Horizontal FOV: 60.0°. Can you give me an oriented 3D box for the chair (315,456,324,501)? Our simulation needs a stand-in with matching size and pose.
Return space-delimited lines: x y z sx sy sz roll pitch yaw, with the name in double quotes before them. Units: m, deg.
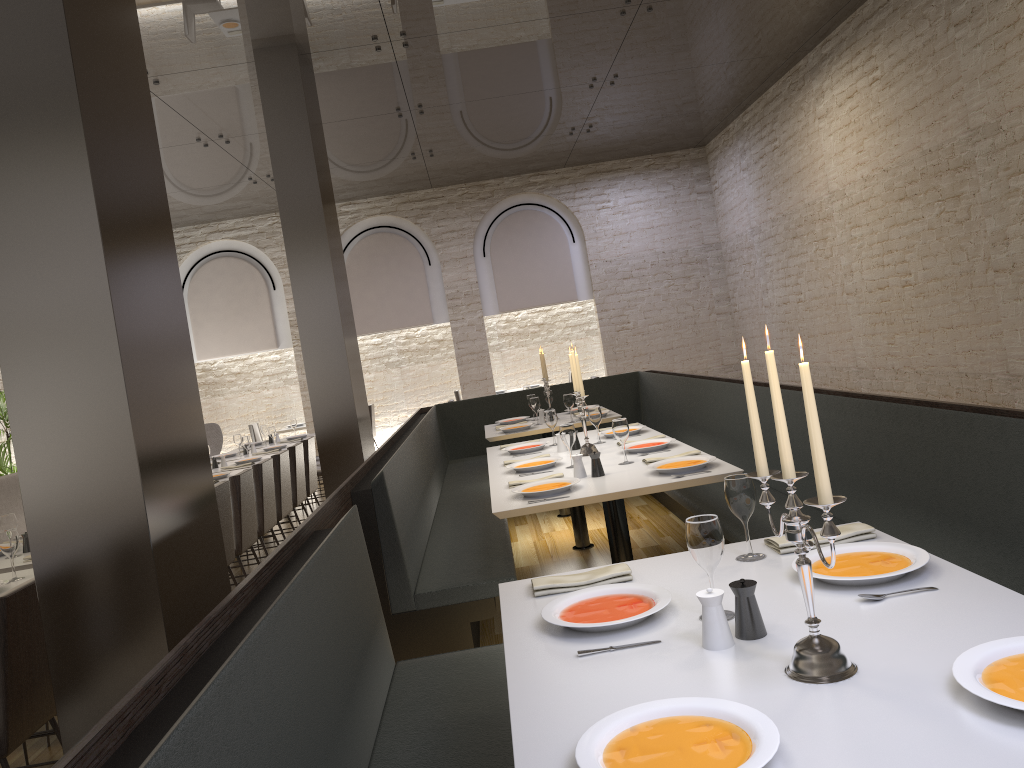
"chair" -2.162 0.893 10.763 0.566 0.906 0.412 -9 0 -2

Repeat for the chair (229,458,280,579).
"chair" -1.998 1.052 6.503 0.566 0.906 0.412 -9 0 -2

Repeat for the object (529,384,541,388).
"object" 0.304 0.042 13.603 0.321 0.036 0.322 -8 3 33

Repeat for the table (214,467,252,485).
"table" -2.648 1.199 7.250 0.936 0.760 1.011 -9 2 -2

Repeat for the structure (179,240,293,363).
"structure" -4.067 -1.227 12.735 1.634 1.675 0.098 -9 0 -2

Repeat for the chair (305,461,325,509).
"chair" -2.140 0.915 10.186 0.566 0.906 0.412 -9 0 -2

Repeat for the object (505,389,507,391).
"object" -0.221 0.120 13.926 0.273 0.033 0.143 -9 2 -2

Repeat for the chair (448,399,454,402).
"chair" -0.438 0.609 10.876 0.566 0.906 0.412 -9 0 -2

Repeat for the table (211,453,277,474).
"table" -2.691 1.157 8.367 0.936 0.760 1.011 -9 2 -2

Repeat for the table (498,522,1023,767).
"table" 0.612 0.925 1.379 1.101 0.759 2.540 -9 2 -2

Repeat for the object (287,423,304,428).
"object" -3.285 0.631 13.464 0.321 0.036 0.322 -8 3 33

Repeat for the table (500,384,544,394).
"table" 0.105 0.475 13.596 0.936 0.760 1.011 -9 2 -2

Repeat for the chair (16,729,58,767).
"chair" -1.888 1.160 3.629 0.566 0.906 0.412 -9 0 -2

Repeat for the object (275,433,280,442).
"object" -2.804 0.638 10.587 0.059 0.109 0.059 -9 1 34

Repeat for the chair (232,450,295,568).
"chair" -2.020 1.031 7.071 0.566 0.906 0.412 -9 0 -2

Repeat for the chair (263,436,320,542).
"chair" -2.064 0.988 8.217 0.566 0.906 0.412 -9 0 -2

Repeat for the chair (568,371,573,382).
"chair" 0.752 0.296 13.616 0.566 0.906 0.412 -9 0 -2

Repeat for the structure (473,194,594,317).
"structure" 0.254 -1.936 12.905 1.634 1.675 0.098 -9 0 -2

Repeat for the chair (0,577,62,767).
"chair" -1.866 1.181 3.062 0.566 0.906 0.412 -9 0 -2

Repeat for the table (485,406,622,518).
"table" 0.372 0.692 7.616 1.101 0.760 1.189 -9 2 -2

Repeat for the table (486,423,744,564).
"table" 0.470 0.788 5.062 1.101 0.759 2.540 -9 2 -2

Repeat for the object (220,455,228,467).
"object" -2.717 0.722 8.345 0.059 0.109 0.059 -9 1 34

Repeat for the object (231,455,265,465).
"object" -2.492 0.724 8.375 0.320 0.036 0.323 -8 3 35

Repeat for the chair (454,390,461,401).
"chair" -0.542 0.508 13.565 0.566 0.906 0.412 -9 0 -2

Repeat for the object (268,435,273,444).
"object" -2.871 0.651 10.539 0.059 0.109 0.059 -9 1 34

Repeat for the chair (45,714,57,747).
"chair" -1.910 1.139 4.194 0.566 0.906 0.412 -9 0 -2

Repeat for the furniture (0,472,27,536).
"furniture" -3.390 1.183 6.469 0.709 1.097 4.477 -9 2 -2

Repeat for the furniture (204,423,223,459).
"furniture" -3.531 1.046 10.143 0.707 1.097 2.585 -9 2 -2

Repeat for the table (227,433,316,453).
"table" -2.777 1.073 10.609 0.936 0.760 1.011 -9 2 -2

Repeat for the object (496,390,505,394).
"object" -0.226 0.129 13.584 0.321 0.036 0.322 -8 3 33

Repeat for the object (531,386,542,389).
"object" 0.317 0.063 13.243 0.273 0.033 0.143 -9 2 -2

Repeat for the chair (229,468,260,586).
"chair" -1.976 1.074 5.911 0.566 0.906 0.412 -9 0 -2

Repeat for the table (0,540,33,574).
"table" -2.558 1.286 4.919 0.936 0.760 1.011 -9 2 -2

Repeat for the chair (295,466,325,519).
"chair" -2.119 0.936 9.626 0.566 0.906 0.412 -9 0 -2

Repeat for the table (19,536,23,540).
"table" -2.603 1.242 6.080 0.936 0.760 1.011 -9 2 -2

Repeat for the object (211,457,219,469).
"object" -2.785 0.735 8.297 0.059 0.109 0.059 -9 1 34

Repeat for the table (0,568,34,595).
"table" -2.513 1.329 3.756 0.936 0.760 1.011 -9 2 -2

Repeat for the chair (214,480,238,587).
"chair" -1.954 1.095 5.348 0.566 0.906 0.412 -9 0 -2

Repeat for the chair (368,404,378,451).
"chair" -2.321 0.800 13.495 0.566 0.906 0.412 -9 0 -2

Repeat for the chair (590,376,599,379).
"chair" 0.856 0.396 10.927 0.566 0.906 0.412 -9 0 -2

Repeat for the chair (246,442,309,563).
"chair" -2.043 1.009 7.660 0.566 0.906 0.412 -9 0 -2

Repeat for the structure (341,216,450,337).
"structure" -1.837 -1.593 12.823 1.634 1.675 0.098 -9 0 -2

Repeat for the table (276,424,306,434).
"table" -2.954 0.977 13.476 0.936 0.760 1.011 -9 2 -2

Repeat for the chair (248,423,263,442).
"chair" -3.615 1.013 13.445 0.566 0.906 0.412 -9 0 -2

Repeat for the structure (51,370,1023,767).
"structure" 0.531 0.724 3.489 2.372 1.000 10.752 -9 2 -2

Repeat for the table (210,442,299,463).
"table" -2.733 1.116 9.470 0.936 0.760 1.011 -9 2 -2
